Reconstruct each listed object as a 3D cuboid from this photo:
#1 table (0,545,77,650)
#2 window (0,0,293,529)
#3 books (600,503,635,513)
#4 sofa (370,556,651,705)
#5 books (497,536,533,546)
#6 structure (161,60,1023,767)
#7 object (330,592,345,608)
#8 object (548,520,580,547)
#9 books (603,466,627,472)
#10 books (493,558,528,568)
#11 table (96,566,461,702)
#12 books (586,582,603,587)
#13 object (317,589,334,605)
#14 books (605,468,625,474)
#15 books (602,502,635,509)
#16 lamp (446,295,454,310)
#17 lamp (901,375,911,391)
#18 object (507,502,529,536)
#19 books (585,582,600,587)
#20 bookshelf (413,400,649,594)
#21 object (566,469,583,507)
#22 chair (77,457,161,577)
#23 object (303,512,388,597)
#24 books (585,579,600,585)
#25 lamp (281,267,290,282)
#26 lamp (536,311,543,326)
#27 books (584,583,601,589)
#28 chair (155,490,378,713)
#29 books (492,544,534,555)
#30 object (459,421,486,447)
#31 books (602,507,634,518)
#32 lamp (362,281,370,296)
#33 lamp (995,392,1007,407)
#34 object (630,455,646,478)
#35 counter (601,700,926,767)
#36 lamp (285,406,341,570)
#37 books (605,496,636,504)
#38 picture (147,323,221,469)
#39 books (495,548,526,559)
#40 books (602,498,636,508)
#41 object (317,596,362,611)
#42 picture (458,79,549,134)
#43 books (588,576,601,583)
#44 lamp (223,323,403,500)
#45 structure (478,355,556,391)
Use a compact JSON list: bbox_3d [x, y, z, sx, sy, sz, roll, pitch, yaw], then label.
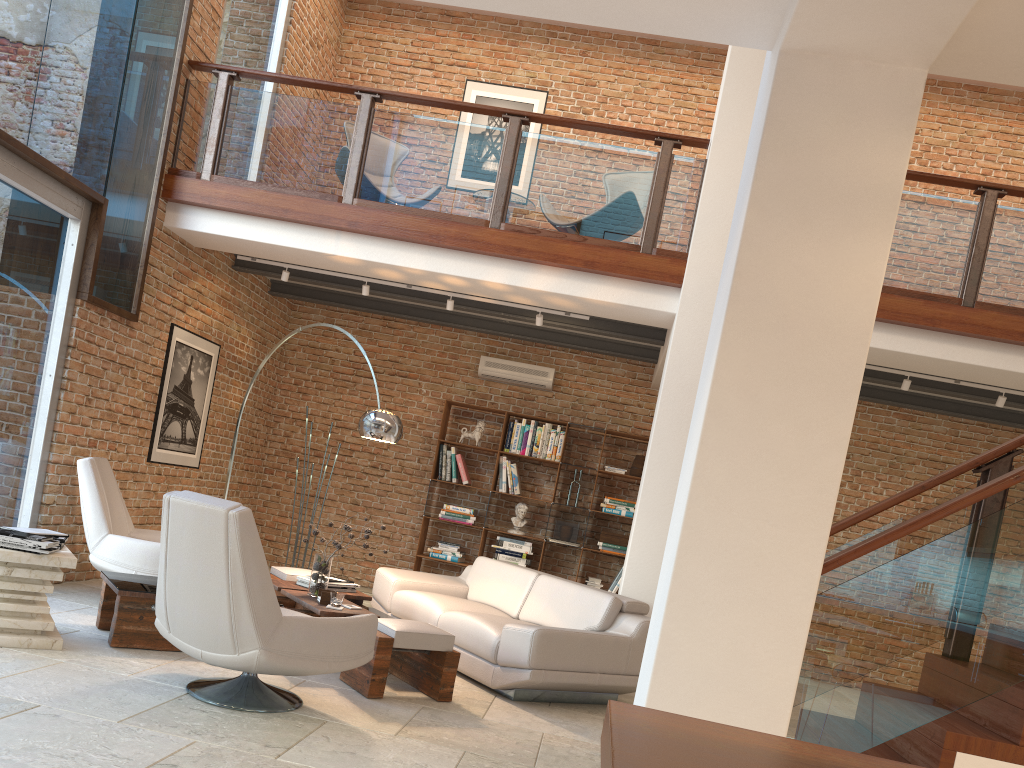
[{"bbox_3d":[-2.685,1.115,4.691,0.504,0.502,0.488,13,-3,-34],"label":"table"},{"bbox_3d":[-3.445,-2.329,2.387,0.645,6.354,12.477,11,-6,7],"label":"window"},{"bbox_3d":[1.128,1.318,9.248,0.378,0.036,0.247,10,-8,6],"label":"books"},{"bbox_3d":[-0.056,1.755,6.512,1.165,0.751,2.304,14,-7,-33],"label":"sofa"},{"bbox_3d":[0.038,1.688,9.367,0.378,0.036,0.247,10,-8,6],"label":"books"},{"bbox_3d":[1.434,-0.242,2.465,10.118,4.115,14.020,10,-7,7],"label":"structure"},{"bbox_3d":[-1.080,1.331,5.373,0.093,0.084,0.090,13,-4,-34],"label":"object"},{"bbox_3d":[0.577,1.586,9.274,0.334,0.232,0.286,11,-4,6],"label":"object"},{"bbox_3d":[1.083,0.897,9.188,0.236,0.019,0.172,11,-8,-1],"label":"books"},{"bbox_3d":[-0.015,1.935,9.380,0.360,0.055,0.286,10,-7,8],"label":"books"},{"bbox_3d":[-1.570,1.502,5.640,2.007,0.427,2.182,16,-9,-32],"label":"table"},{"bbox_3d":[0.879,2.133,9.313,0.171,0.019,0.238,11,-8,0],"label":"books"},{"bbox_3d":[-1.167,1.343,5.490,0.095,0.082,0.114,12,-4,-21],"label":"object"},{"bbox_3d":[1.083,0.923,9.182,0.205,0.033,0.134,10,-7,6],"label":"books"},{"bbox_3d":[1.147,1.292,9.236,0.380,0.018,0.246,11,-8,-1],"label":"books"},{"bbox_3d":[-0.522,-0.678,7.386,0.060,0.128,0.086,11,-1,9],"label":"lamp"},{"bbox_3d":[3.181,-0.002,7.032,0.060,0.128,0.086,11,-1,9],"label":"lamp"},{"bbox_3d":[0.079,1.441,9.346,0.194,0.349,0.196,11,0,22],"label":"object"},{"bbox_3d":[0.869,2.144,9.307,0.156,0.008,0.245,11,-8,2],"label":"books"},{"bbox_3d":[0.588,1.542,9.288,3.024,2.197,0.365,11,2,5],"label":"bookshelf"},{"bbox_3d":[0.670,1.101,9.232,0.121,0.398,0.062,11,2,8],"label":"object"},{"bbox_3d":[-2.624,1.093,6.240,0.989,0.995,1.025,12,-3,-9],"label":"chair"},{"bbox_3d":[-1.094,1.127,5.736,0.549,0.605,0.313,12,0,-23],"label":"object"},{"bbox_3d":[0.862,2.110,9.304,0.161,0.017,0.255,10,-8,7],"label":"books"},{"bbox_3d":[-1.954,-0.940,7.520,0.060,0.128,0.085,11,0,-23],"label":"lamp"},{"bbox_3d":[0.232,-0.546,7.323,0.060,0.115,0.095,11,-2,13],"label":"lamp"},{"bbox_3d":[0.854,2.154,9.306,0.162,0.017,0.254,11,-8,2],"label":"books"},{"bbox_3d":[-1.311,1.084,4.337,1.015,1.012,0.988,10,-3,23],"label":"chair"},{"bbox_3d":[0.015,1.777,9.358,0.443,0.020,0.275,10,-8,6],"label":"books"},{"bbox_3d":[-0.419,0.516,9.327,0.250,0.282,0.131,11,1,14],"label":"object"},{"bbox_3d":[1.138,1.366,9.240,0.324,0.055,0.259,9,-8,16],"label":"books"},{"bbox_3d":[-1.248,-0.815,7.455,0.060,0.120,0.086,11,-1,9],"label":"lamp"},{"bbox_3d":[3.908,0.131,6.963,0.060,0.128,0.086,11,-1,9],"label":"lamp"},{"bbox_3d":[1.344,0.870,9.152,0.197,0.232,0.190,12,-2,-36],"label":"object"},{"bbox_3d":[0.779,0.959,0.230,1.680,0.914,2.526,10,-7,7],"label":"counter"},{"bbox_3d":[-2.065,1.159,8.892,0.423,1.816,0.196,10,3,-24],"label":"lamp"},{"bbox_3d":[1.159,1.239,9.245,0.355,0.020,0.275,10,-8,5],"label":"books"},{"bbox_3d":[-2.908,0.147,7.774,0.027,1.191,0.919,11,-1,7],"label":"picture"},{"bbox_3d":[-0.010,1.810,9.349,0.326,0.055,0.257,11,-7,1],"label":"books"},{"bbox_3d":[1.153,1.264,9.226,0.380,0.036,0.246,11,-8,0],"label":"books"},{"bbox_3d":[-1.062,1.383,5.455,0.275,0.034,0.247,14,-8,-22],"label":"object"},{"bbox_3d":[-0.163,-2.648,9.475,0.911,1.194,0.027,11,3,5],"label":"picture"},{"bbox_3d":[0.880,2.088,9.306,0.132,0.033,0.208,11,-8,2],"label":"books"},{"bbox_3d":[-1.641,0.686,6.829,1.999,2.343,0.324,9,1,43],"label":"lamp"},{"bbox_3d":[0.053,-0.113,9.433,0.810,0.219,0.201,10,-2,5],"label":"structure"}]
